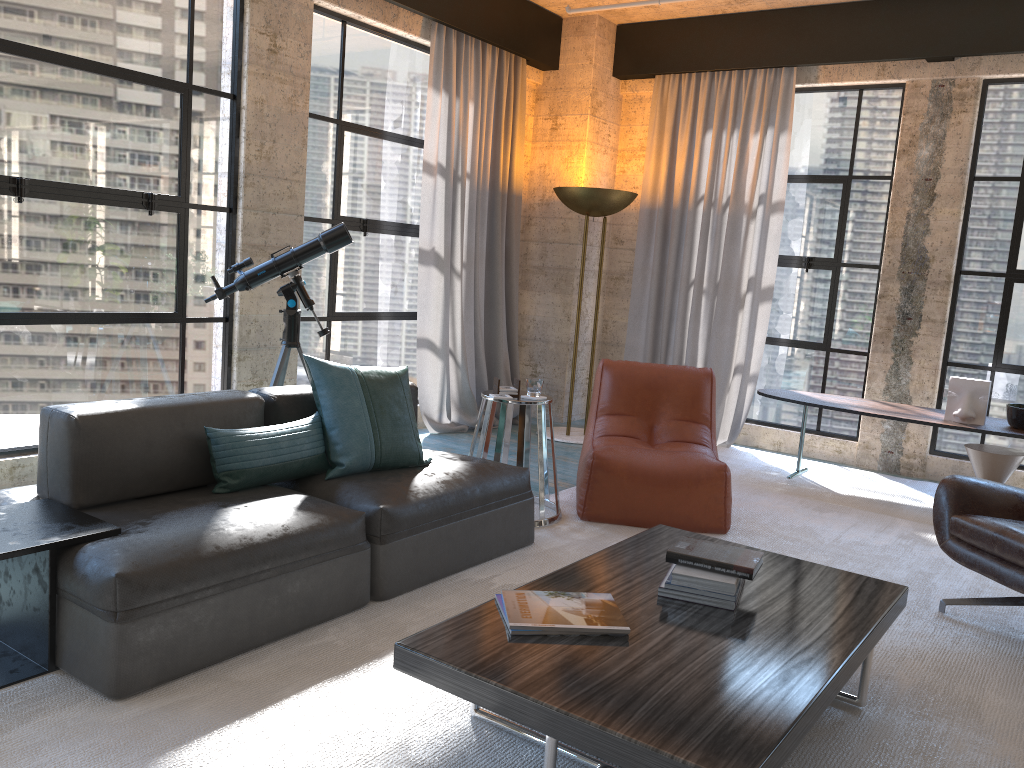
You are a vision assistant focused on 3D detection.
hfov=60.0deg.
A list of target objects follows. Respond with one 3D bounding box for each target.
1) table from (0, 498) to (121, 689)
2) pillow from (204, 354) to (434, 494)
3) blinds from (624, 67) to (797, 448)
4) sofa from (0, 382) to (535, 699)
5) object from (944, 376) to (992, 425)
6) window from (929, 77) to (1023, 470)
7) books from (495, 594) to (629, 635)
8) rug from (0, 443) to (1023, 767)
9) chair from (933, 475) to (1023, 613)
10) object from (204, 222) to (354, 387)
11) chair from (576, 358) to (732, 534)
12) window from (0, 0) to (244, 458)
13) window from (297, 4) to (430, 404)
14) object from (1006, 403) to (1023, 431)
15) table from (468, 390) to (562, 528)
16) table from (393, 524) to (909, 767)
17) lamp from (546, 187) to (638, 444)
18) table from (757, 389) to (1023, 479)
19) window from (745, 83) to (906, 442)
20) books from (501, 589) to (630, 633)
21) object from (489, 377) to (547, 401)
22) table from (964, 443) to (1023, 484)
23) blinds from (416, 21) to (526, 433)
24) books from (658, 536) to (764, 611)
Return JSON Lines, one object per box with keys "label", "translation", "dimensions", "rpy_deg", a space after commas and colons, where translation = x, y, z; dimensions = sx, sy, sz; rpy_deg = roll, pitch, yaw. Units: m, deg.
{"label": "table", "translation": [-1.474, 0.607, 2.633], "dimensions": [0.420, 0.390, 0.413], "rpy_deg": [10, 9, 34]}
{"label": "pillow", "translation": [-0.749, 0.129, 3.521], "dimensions": [1.042, 0.466, 0.349], "rpy_deg": [-3, 11, -45]}
{"label": "blinds", "translation": [1.396, -1.034, 6.714], "dimensions": [1.187, 2.986, 0.404], "rpy_deg": [10, 10, 35]}
{"label": "sofa", "translation": [-0.860, 0.386, 3.458], "dimensions": [1.019, 0.680, 2.063], "rpy_deg": [10, 9, 34]}
{"label": "object", "translation": [2.671, 0.100, 5.214], "dimensions": [0.214, 0.259, 0.154], "rpy_deg": [10, 9, 34]}
{"label": "window", "translation": [3.745, -0.635, 5.534], "dimensions": [1.780, 2.530, 0.081], "rpy_deg": [10, 9, 34]}
{"label": "books", "translation": [0.131, 0.629, 2.432], "dimensions": [0.318, 0.011, 0.252], "rpy_deg": [3, 8, -11]}
{"label": "rug", "translation": [0.555, 0.917, 2.887], "dimensions": [2.954, 0.032, 7.768], "rpy_deg": [10, 9, 34]}
{"label": "chair", "translation": [2.250, 0.517, 3.350], "dimensions": [0.975, 0.940, 0.820], "rpy_deg": [2, 8, -15]}
{"label": "object", "translation": [-1.235, -0.167, 4.665], "dimensions": [0.617, 1.406, 0.595], "rpy_deg": [10, 10, 35]}
{"label": "chair", "translation": [0.773, 0.299, 4.814], "dimensions": [0.801, 0.759, 0.920], "rpy_deg": [5, 8, 4]}
{"label": "window", "translation": [-2.096, -0.930, 4.345], "dimensions": [0.081, 2.530, 1.780], "rpy_deg": [10, 9, 34]}
{"label": "window", "translation": [-0.809, -1.081, 6.177], "dimensions": [0.081, 2.530, 1.780], "rpy_deg": [10, 9, 34]}
{"label": "object", "translation": [3.037, 0.203, 5.153], "dimensions": [0.307, 0.129, 0.307], "rpy_deg": [2, 8, -16]}
{"label": "table", "translation": [0.003, 0.355, 4.485], "dimensions": [0.549, 0.603, 0.549], "rpy_deg": [6, 8, 14]}
{"label": "table", "translation": [0.493, 0.803, 2.568], "dimensions": [0.900, 0.309, 1.500], "rpy_deg": [10, 9, 34]}
{"label": "lamp", "translation": [0.537, -0.502, 6.581], "dimensions": [0.619, 1.822, 0.619], "rpy_deg": [10, 9, 34]}
{"label": "table", "translation": [2.491, 0.439, 5.552], "dimensions": [2.004, 0.530, 0.715], "rpy_deg": [9, 9, 32]}
{"label": "window", "translation": [1.914, -0.952, 6.794], "dimensions": [1.780, 2.530, 0.081], "rpy_deg": [10, 9, 34]}
{"label": "books", "translation": [0.139, 0.620, 2.427], "dimensions": [0.318, 0.011, 0.252], "rpy_deg": [4, 8, -6]}
{"label": "object", "translation": [0.027, 0.016, 4.390], "dimensions": [0.287, 0.096, 0.206], "rpy_deg": [2, 8, -15]}
{"label": "table", "translation": [2.814, 0.578, 5.216], "dimensions": [0.331, 0.394, 0.331], "rpy_deg": [2, 8, -16]}
{"label": "blinds", "translation": [-0.203, -1.134, 6.476], "dimensions": [0.384, 2.985, 1.131], "rpy_deg": [10, 9, 34]}
{"label": "books", "translation": [0.623, 0.573, 2.738], "dimensions": [0.279, 0.116, 0.322], "rpy_deg": [7, 8, 19]}
